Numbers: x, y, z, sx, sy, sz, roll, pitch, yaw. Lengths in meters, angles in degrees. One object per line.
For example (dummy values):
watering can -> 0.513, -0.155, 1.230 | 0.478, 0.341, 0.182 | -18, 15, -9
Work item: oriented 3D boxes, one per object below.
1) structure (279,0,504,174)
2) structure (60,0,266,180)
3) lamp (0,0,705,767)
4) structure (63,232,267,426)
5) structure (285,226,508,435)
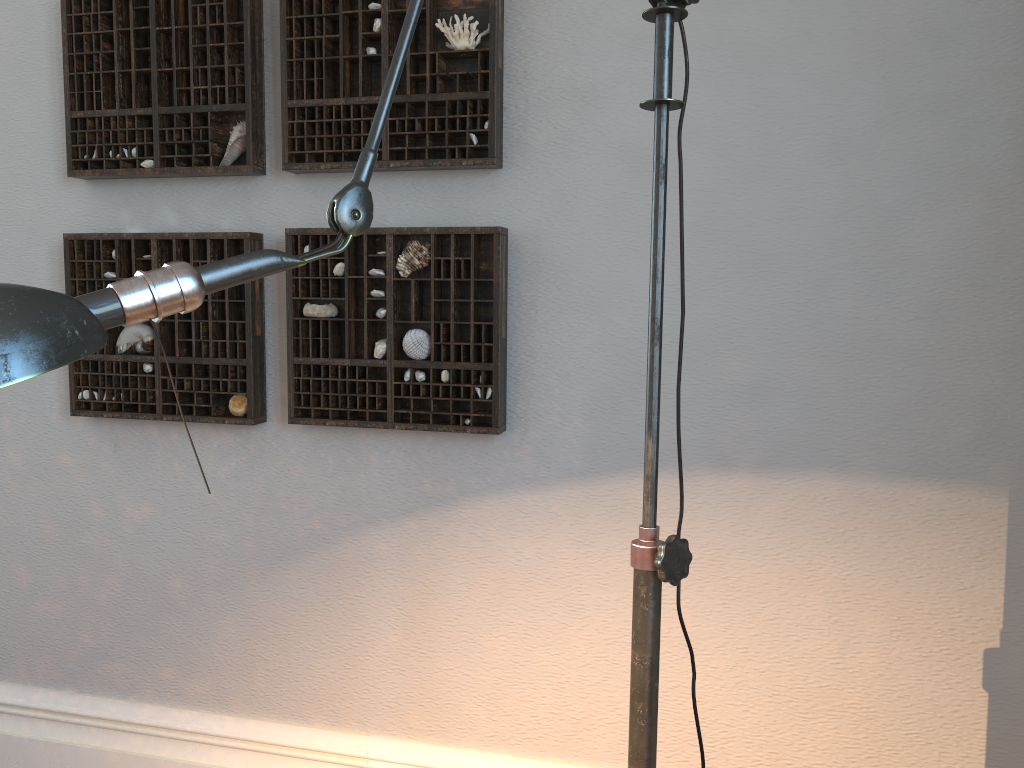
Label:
structure -> -0.254, -0.650, 1.809 | 0.468, 0.416, 0.105 | 2, 3, 14
structure -> -0.767, -0.669, 1.963 | 0.468, 0.416, 0.099 | 2, 3, 14
lamp -> 0.399, 0.374, 1.032 | 1.864, 1.644, 0.797 | -1, 4, -38
structure -> -0.776, -0.127, 1.974 | 0.468, 0.416, 0.086 | 2, 3, 14
structure -> -0.244, -0.114, 1.839 | 0.468, 0.416, 0.086 | 2, 3, 14
